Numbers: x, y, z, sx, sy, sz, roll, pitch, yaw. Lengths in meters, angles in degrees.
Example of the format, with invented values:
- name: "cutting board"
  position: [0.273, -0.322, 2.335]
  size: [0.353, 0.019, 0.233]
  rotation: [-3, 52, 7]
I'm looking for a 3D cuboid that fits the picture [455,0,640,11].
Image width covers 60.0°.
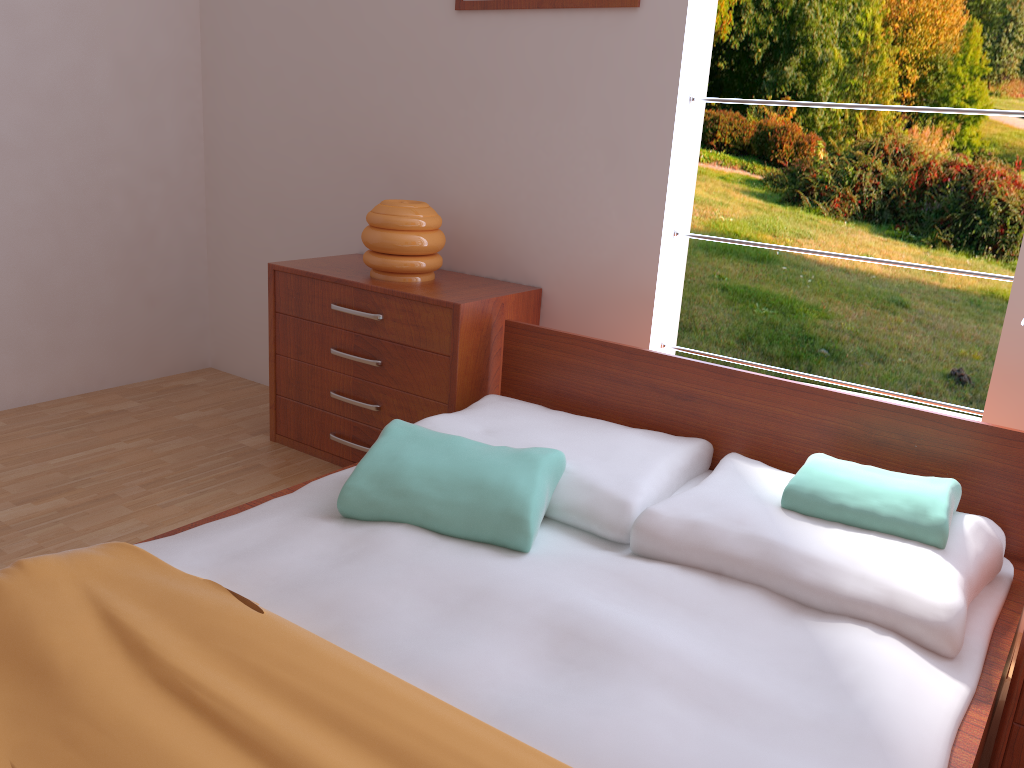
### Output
- name: "picture"
  position: [0.108, -1.350, 2.536]
  size: [0.645, 0.517, 0.030]
  rotation: [15, 20, 33]

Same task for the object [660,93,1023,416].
- name: "object"
  position: [1.397, -0.735, 1.846]
  size: [2.205, 1.815, 0.033]
  rotation: [15, 20, 33]

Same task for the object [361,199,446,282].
- name: "object"
  position: [-0.342, -0.454, 2.804]
  size: [0.264, 0.244, 0.264]
  rotation: [-9, 21, -37]

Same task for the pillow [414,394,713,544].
- name: "pillow"
  position: [0.083, 0.182, 2.188]
  size: [0.682, 0.157, 0.574]
  rotation: [13, 18, 27]

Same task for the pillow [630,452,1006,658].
- name: "pillow"
  position: [0.648, 0.325, 1.834]
  size: [0.630, 0.182, 0.574]
  rotation: [14, 19, 31]

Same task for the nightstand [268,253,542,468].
- name: "nightstand"
  position: [-0.380, -0.048, 2.933]
  size: [0.815, 0.626, 0.428]
  rotation: [15, 20, 33]

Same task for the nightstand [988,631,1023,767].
- name: "nightstand"
  position: [1.143, 0.562, 1.568]
  size: [0.439, 0.442, 0.377]
  rotation: [15, 20, 33]

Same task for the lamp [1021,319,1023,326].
- name: "lamp"
  position: [1.057, 0.104, 1.575]
  size: [0.337, 0.421, 0.163]
  rotation: [11, 18, 21]

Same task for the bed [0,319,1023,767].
- name: "bed"
  position: [0.033, 0.437, 1.468]
  size: [1.632, 0.560, 1.990]
  rotation: [15, 20, 33]

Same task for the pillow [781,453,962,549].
- name: "pillow"
  position: [0.742, 0.238, 1.836]
  size: [0.322, 0.116, 0.276]
  rotation: [14, 19, 30]

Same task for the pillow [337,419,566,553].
- name: "pillow"
  position: [-0.115, 0.210, 1.901]
  size: [0.425, 0.164, 0.334]
  rotation: [7, 17, 10]
